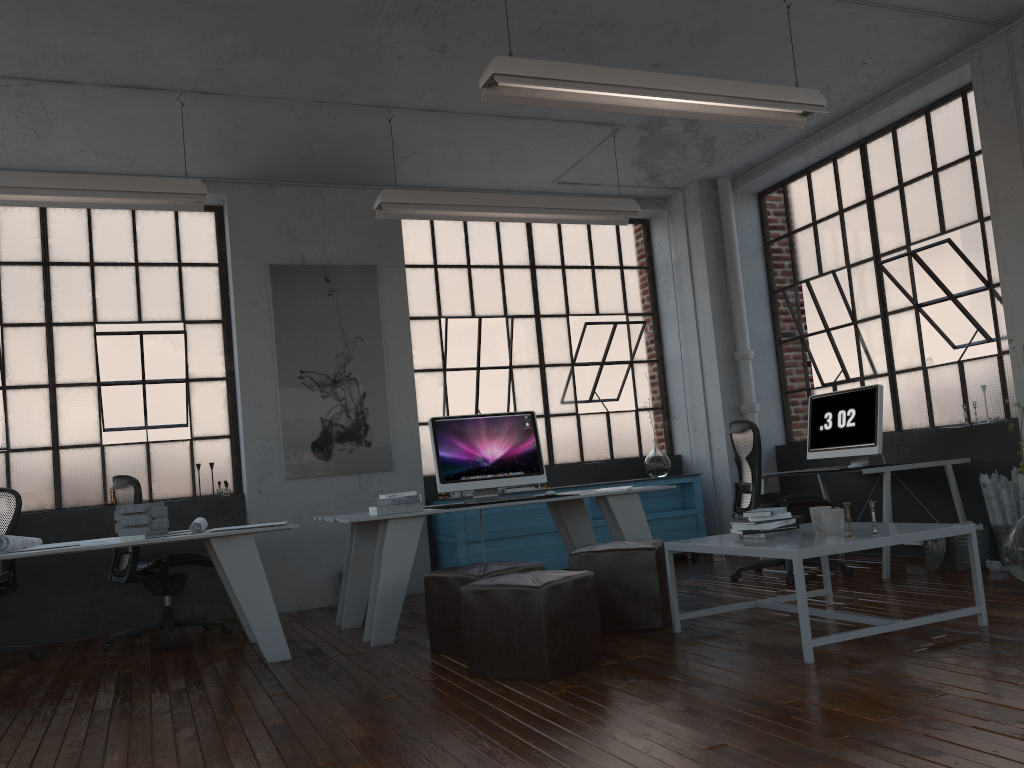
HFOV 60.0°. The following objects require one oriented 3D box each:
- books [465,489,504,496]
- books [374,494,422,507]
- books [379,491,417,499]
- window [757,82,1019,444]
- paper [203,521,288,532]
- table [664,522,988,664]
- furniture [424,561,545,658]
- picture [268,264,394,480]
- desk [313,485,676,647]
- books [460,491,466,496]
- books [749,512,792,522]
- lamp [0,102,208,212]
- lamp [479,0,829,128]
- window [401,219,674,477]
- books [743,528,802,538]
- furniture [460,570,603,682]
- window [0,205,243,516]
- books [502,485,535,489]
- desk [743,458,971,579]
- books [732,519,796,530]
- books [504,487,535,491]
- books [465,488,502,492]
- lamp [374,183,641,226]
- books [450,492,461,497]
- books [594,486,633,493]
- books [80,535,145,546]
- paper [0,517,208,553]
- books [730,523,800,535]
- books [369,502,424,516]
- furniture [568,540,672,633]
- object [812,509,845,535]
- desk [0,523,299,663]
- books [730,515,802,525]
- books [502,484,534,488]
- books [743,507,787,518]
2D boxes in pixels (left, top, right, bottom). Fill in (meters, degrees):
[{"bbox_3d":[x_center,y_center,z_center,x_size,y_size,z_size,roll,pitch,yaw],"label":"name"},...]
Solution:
[{"bbox_3d":[-0.217,0.860,7.009,0.258,0.032,0.192,-3,-6,-21],"label":"books"},{"bbox_3d":[-0.654,0.671,5.111,0.257,0.044,0.193,-5,-6,-3],"label":"books"},{"bbox_3d":[-0.661,0.642,5.128,0.185,0.030,0.153,-3,-6,-22],"label":"books"},{"bbox_3d":[2.815,-0.749,6.765,0.669,2.385,2.598,-3,-6,-23],"label":"window"},{"bbox_3d":[-1.454,0.785,4.894,0.428,0.001,0.486,-4,-6,-12],"label":"paper"},{"bbox_3d":[1.418,0.922,4.141,0.991,0.444,0.975,-3,-6,-23],"label":"table"},{"bbox_3d":[-0.125,1.127,4.470,0.479,0.438,0.481,0,-7,-44],"label":"furniture"},{"bbox_3d":[-1.394,-0.118,6.873,0.852,1.647,0.025,-3,-5,-23],"label":"picture"},{"bbox_3d":[-0.097,1.095,5.620,2.076,0.703,1.078,-3,-6,-23],"label":"desk"},{"bbox_3d":[-0.424,0.788,7.169,0.053,0.240,0.173,-3,-5,-23],"label":"books"},{"bbox_3d":[1.232,0.635,4.245,0.185,0.026,0.125,-6,-6,7],"label":"books"},{"bbox_3d":[-2.673,-1.305,4.843,1.876,0.627,0.202,-3,-5,-23],"label":"lamp"},{"bbox_3d":[0.720,-1.655,4.338,1.876,0.627,0.202,-3,-5,-23],"label":"lamp"},{"bbox_3d":[0.249,-0.386,7.944,2.589,2.385,0.671,-3,-5,-23],"label":"window"},{"bbox_3d":[1.250,0.716,4.267,0.218,0.028,0.172,-3,-6,-23],"label":"books"},{"bbox_3d":[0.088,1.051,3.897,0.472,0.430,0.471,-9,-6,36],"label":"furniture"},{"bbox_3d":[-3.346,-0.210,6.430,2.589,2.385,0.671,-3,-5,-23],"label":"window"},{"bbox_3d":[0.030,0.831,7.119,0.251,0.012,0.203,-3,-6,-21],"label":"books"},{"bbox_3d":[2.405,0.932,6.230,0.932,0.687,1.230,-3,-6,-23],"label":"desk"},{"bbox_3d":[1.212,0.673,4.269,0.201,0.031,0.272,-11,-8,42],"label":"books"},{"bbox_3d":[0.031,0.843,7.111,0.248,0.014,0.188,-3,-7,-25],"label":"books"},{"bbox_3d":[-0.225,0.832,7.002,0.242,0.023,0.192,-3,-7,-25],"label":"books"},{"bbox_3d":[0.007,-1.214,5.946,1.876,0.205,0.202,-3,-6,-23],"label":"lamp"},{"bbox_3d":[-0.467,0.792,7.162,0.032,0.238,0.173,-3,-5,-23],"label":"books"},{"bbox_3d":[0.642,0.664,5.589,0.205,0.019,0.244,-7,-6,17],"label":"books"},{"bbox_3d":[-2.053,0.805,4.565,0.235,0.024,0.200,-7,-6,13],"label":"books"},{"bbox_3d":[-2.241,0.833,4.964,1.074,0.105,0.978,-3,-6,-23],"label":"paper"},{"bbox_3d":[1.213,0.696,4.268,0.274,0.025,0.211,-5,-6,-3],"label":"books"},{"bbox_3d":[-0.671,0.721,5.123,0.271,0.050,0.201,-3,-6,-23],"label":"books"},{"bbox_3d":[0.593,1.082,4.776,0.503,0.459,0.504,-7,-5,15],"label":"furniture"},{"bbox_3d":[1.439,0.624,4.002,0.129,0.109,0.101,-4,-5,-14],"label":"object"},{"bbox_3d":[-2.232,1.196,4.721,2.055,0.696,1.067,-3,-6,-23],"label":"desk"},{"bbox_3d":[1.220,0.654,4.272,0.275,0.014,0.200,-3,-6,-23],"label":"books"},{"bbox_3d":[0.019,0.849,7.338,0.285,0.012,0.160,-3,-6,-23],"label":"books"},{"bbox_3d":[1.209,0.613,4.240,0.141,0.026,0.202,-10,-7,37],"label":"books"}]
